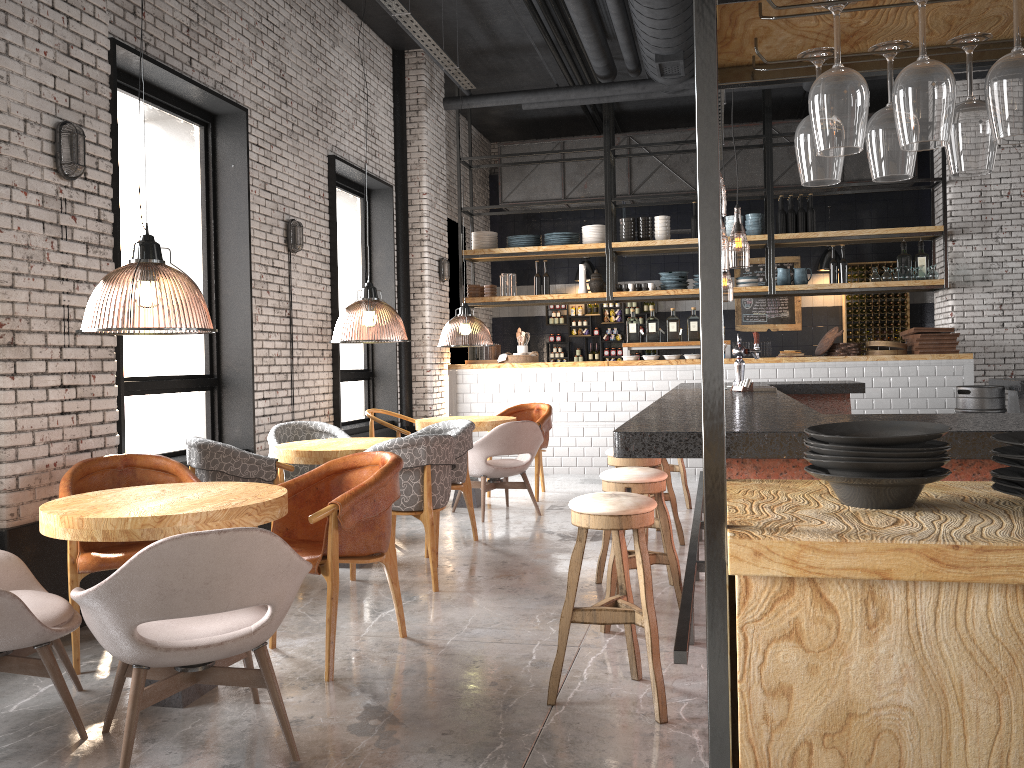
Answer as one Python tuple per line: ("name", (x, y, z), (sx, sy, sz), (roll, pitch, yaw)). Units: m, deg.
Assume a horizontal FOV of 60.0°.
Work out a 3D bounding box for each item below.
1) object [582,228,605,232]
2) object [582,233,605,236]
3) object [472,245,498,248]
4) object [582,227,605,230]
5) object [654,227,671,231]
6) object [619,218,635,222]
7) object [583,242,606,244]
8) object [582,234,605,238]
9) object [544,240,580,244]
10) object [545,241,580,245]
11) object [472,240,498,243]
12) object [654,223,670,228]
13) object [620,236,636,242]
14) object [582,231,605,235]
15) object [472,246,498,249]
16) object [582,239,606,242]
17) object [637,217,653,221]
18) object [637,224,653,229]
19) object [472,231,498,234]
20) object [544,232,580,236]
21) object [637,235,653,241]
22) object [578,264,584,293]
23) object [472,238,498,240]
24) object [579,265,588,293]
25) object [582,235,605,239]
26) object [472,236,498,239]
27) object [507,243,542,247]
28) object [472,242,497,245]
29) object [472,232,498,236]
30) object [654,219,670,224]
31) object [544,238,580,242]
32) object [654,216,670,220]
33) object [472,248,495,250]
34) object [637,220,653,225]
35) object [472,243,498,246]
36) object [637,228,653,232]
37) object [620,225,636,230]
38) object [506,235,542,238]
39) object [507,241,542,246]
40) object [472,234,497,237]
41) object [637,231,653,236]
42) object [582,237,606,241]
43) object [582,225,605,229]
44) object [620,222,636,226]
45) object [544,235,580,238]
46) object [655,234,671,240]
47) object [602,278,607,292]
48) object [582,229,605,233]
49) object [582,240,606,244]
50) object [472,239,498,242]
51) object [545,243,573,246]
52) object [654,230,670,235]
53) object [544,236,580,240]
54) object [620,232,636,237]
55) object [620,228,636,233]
("object", (1.040, -1.908, 11.085), (0.335, 0.044, 0.334), (-2, 1, -16))
("object", (1.042, -1.849, 11.084), (0.334, 0.039, 0.335), (-1, 2, 21))
("object", (-0.349, -1.753, 11.407), (0.334, 0.039, 0.335), (-1, 1, 0))
("object", (1.040, -1.927, 11.084), (0.334, 0.039, 0.335), (-2, 1, -12))
("object", (1.851, -1.871, 10.899), (0.196, 0.104, 0.196), (-2, 2, -41))
("object", (1.431, -1.998, 10.999), (0.196, 0.105, 0.196), (0, 1, 34))
("object", (1.045, -1.736, 11.085), (0.335, 0.033, 0.335), (-2, 2, -39))
("object", (1.042, -1.834, 11.084), (0.335, 0.040, 0.335), (-2, 2, -32))
("object", (0.632, -1.774, 11.179), (0.454, 0.042, 0.454), (-2, 2, -27))
("object", (0.634, -1.751, 11.180), (0.454, 0.045, 0.454), (-2, 1, -12))
("object", (-0.351, -1.812, 11.407), (0.334, 0.038, 0.335), (0, 2, 38))
("object", (1.848, -1.916, 10.904), (0.196, 0.103, 0.196), (-1, 1, 30))
("object", (1.437, -1.776, 11.000), (0.196, 0.102, 0.196), (-1, 1, 25))
("object", (1.041, -1.869, 11.084), (0.334, 0.043, 0.335), (-1, 1, -3))
("object", (-0.349, -1.734, 11.408), (0.335, 0.042, 0.334), (-2, 2, -38))
("object", (1.044, -1.775, 11.084), (0.335, 0.037, 0.335), (-2, 2, -21))
("object", (1.640, -2.001, 10.951), (0.196, 0.103, 0.196), (-1, 1, -11))
("object", (1.640, -1.912, 10.948), (0.196, 0.102, 0.196), (-1, 1, 24))
("object", (-0.352, -1.924, 11.406), (0.334, 0.039, 0.335), (-1, 1, 4))
("object", (0.631, -1.868, 11.179), (0.454, 0.039, 0.454), (0, 2, 33))
("object", (1.644, -1.779, 10.954), (0.196, 0.104, 0.196), (-2, 2, -41))
("object", (0.887, -1.315, 11.204), (0.126, 0.394, 0.126), (-2, 0, -37))
("object", (-0.350, -1.847, 11.406), (0.334, 0.038, 0.335), (0, 2, 34))
("object", (0.888, -1.295, 11.049), (0.132, 0.360, 0.127), (-1, 1, 38))
("object", (1.043, -1.814, 11.085), (0.335, 0.039, 0.334), (-2, 2, -21))
("object", (-0.351, -1.866, 11.406), (0.335, 0.035, 0.335), (-2, 1, -11))
("object", (0.157, -1.743, 11.290), (0.454, 0.043, 0.454), (-1, 1, 16))
("object", (-0.350, -1.792, 11.406), (0.334, 0.042, 0.335), (-2, 2, -27))
("object", (-0.352, -1.905, 11.407), (0.335, 0.042, 0.334), (-1, 1, 9))
("object", (1.848, -1.959, 10.901), (0.196, 0.100, 0.196), (-1, 1, 9))
("object", (0.633, -1.797, 11.179), (0.454, 0.038, 0.454), (-1, 1, 14))
("object", (1.849, -2.004, 10.904), (0.196, 0.103, 0.196), (-1, 1, -9))
("object", (-0.348, -1.714, 11.407), (0.335, 0.033, 0.335), (-2, 2, -39))
("object", (1.640, -1.956, 10.948), (0.196, 0.102, 0.196), (-1, 1, 6))
("object", (-0.349, -1.773, 11.408), (0.335, 0.044, 0.334), (-2, 2, -20))
("object", (1.643, -1.868, 10.946), (0.196, 0.107, 0.196), (-2, 1, -15))
("object", (1.435, -1.908, 10.997), (0.196, 0.100, 0.196), (-2, 1, -21))
("object", (0.155, -1.862, 11.288), (0.454, 0.050, 0.454), (-1, 2, 26))
("object", (0.156, -1.767, 11.290), (0.454, 0.044, 0.454), (-1, 1, 8))
("object", (-0.352, -1.886, 11.406), (0.334, 0.040, 0.335), (-1, 1, 3))
("object", (1.643, -1.823, 10.951), (0.196, 0.101, 0.196), (0, 1, 32))
("object", (1.043, -1.795, 11.084), (0.334, 0.040, 0.335), (-2, 2, -23))
("object", (1.040, -1.946, 11.084), (0.335, 0.039, 0.335), (-2, 1, -13))
("object", (1.438, -1.954, 10.994), (0.196, 0.107, 0.196), (0, 2, 41))
("object", (0.632, -1.846, 11.178), (0.454, 0.050, 0.454), (-2, 1, -11))
("object", (1.852, -1.783, 10.899), (0.196, 0.105, 0.196), (-1, 1, -9))
("object", (1.128, -1.231, 11.214), (0.203, 0.213, 0.203), (-2, 1, -39))
("object", (1.041, -1.888, 11.085), (0.335, 0.041, 0.334), (-2, 1, -18))
("object", (1.044, -1.756, 11.086), (0.335, 0.046, 0.334), (-1, 1, -6))
("object", (-0.351, -1.828, 11.407), (0.335, 0.043, 0.334), (-2, 2, -38))
("object", (0.634, -1.726, 11.180), (0.454, 0.033, 0.454), (-1, 2, 21))
("object", (1.849, -1.827, 10.900), (0.196, 0.104, 0.196), (-1, 1, -11))
("object", (0.632, -1.821, 11.180), (0.454, 0.037, 0.454), (-2, 2, -33))
("object", (1.435, -1.820, 10.999), (0.196, 0.104, 0.196), (-2, 1, -23))
("object", (1.435, -1.864, 10.999), (0.196, 0.102, 0.196), (0, 2, 42))
